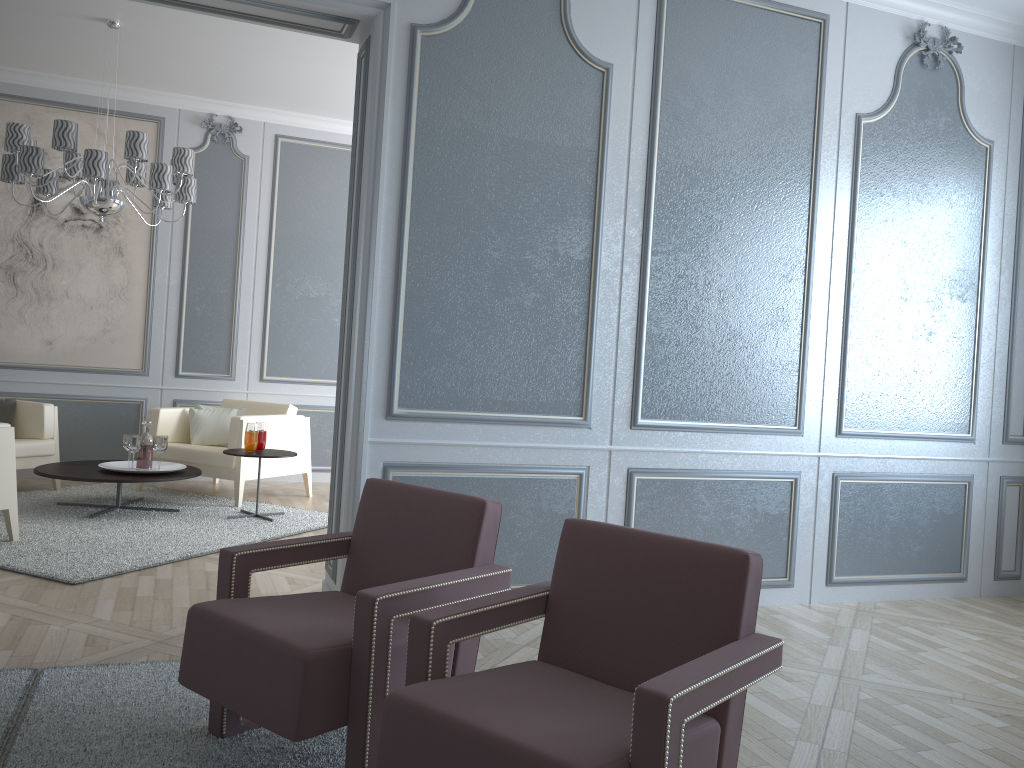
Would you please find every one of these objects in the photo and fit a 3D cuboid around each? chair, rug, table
[{"bbox_3d":[-0.404,0.573,2.136,0.576,0.620,0.606,4,1,39],"label":"chair"},{"bbox_3d":[-2.211,0.729,4.791,2.001,0.010,1.999,4,1,24],"label":"rug"},{"bbox_3d":[0.118,0.613,1.668,0.576,0.620,0.606,4,1,39],"label":"chair"},{"bbox_3d":[-2.805,0.399,3.965,0.855,0.621,0.737,4,1,24],"label":"chair"},{"bbox_3d":[-3.324,0.344,5.342,0.737,0.621,0.854,4,1,24],"label":"chair"},{"bbox_3d":[-2.254,0.607,5.090,0.882,0.239,0.883,3,1,-23],"label":"table"},{"bbox_3d":[-0.792,0.879,1.048,2.017,0.010,3.205,3,1,-21],"label":"rug"},{"bbox_3d":[-1.883,0.426,5.887,0.855,0.621,0.737,4,1,24],"label":"chair"},{"bbox_3d":[-1.459,0.584,5.103,0.414,0.385,0.414,4,1,27],"label":"table"}]

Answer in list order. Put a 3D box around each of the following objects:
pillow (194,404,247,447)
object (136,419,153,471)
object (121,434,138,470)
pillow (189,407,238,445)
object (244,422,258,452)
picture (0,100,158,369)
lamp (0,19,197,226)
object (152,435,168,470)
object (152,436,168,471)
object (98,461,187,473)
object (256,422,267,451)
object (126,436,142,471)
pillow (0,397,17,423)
[{"bbox_3d":[-1.978,0.286,6.000,0.351,0.276,0.184,3,0,-15],"label":"pillow"},{"bbox_3d":[-2.104,0.348,5.091,0.086,0.290,0.086,4,0,0],"label":"object"},{"bbox_3d":[-2.192,0.389,5.086,0.080,0.196,0.080,4,0,-38],"label":"object"},{"bbox_3d":[-1.989,0.286,5.913,0.311,0.245,0.163,3,0,-26],"label":"pillow"},{"bbox_3d":[-1.498,0.306,5.095,0.075,0.165,0.075,4,0,-32],"label":"object"},{"bbox_3d":[-3.132,-1.009,6.083,1.199,1.751,0.001,4,0,-21],"label":"picture"},{"bbox_3d":[-2.264,-1.461,4.945,0.976,1.120,0.977,3,0,-32],"label":"lamp"},{"bbox_3d":[-2.045,0.398,5.151,0.080,0.196,0.080,4,0,-38],"label":"object"},{"bbox_3d":[-2.015,0.401,5.073,0.080,0.196,0.080,4,0,-38],"label":"object"},{"bbox_3d":[-2.114,0.482,5.079,0.468,0.028,0.468,3,1,-8],"label":"object"},{"bbox_3d":[-1.472,0.306,5.177,0.075,0.165,0.075,4,0,28],"label":"object"},{"bbox_3d":[-2.137,0.394,5.004,0.080,0.196,0.080,4,0,-18],"label":"object"},{"bbox_3d":[-3.295,0.211,5.499,0.351,0.276,0.184,4,0,-5],"label":"pillow"}]
